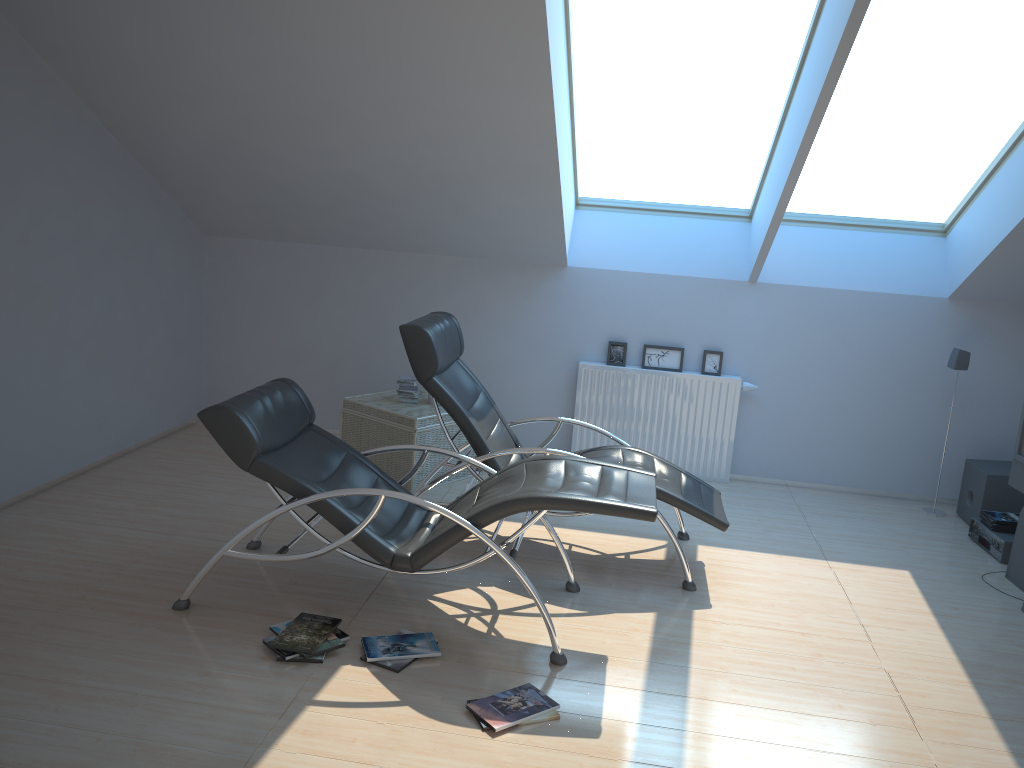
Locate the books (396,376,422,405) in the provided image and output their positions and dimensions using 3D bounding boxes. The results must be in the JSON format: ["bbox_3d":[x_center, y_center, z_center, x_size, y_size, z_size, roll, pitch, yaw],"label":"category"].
[{"bbox_3d":[-0.722,0.047,6.202,0.165,0.184,0.162,6,11,6],"label":"books"}]

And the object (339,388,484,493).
[{"bbox_3d":[-0.697,0.373,6.298,0.744,0.518,0.745,13,14,37],"label":"object"}]

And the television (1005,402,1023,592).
[{"bbox_3d":[3.091,0.547,4.434,0.400,1.446,1.686,5,11,3],"label":"television"}]

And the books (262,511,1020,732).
[{"bbox_3d":[1.289,1.045,4.374,4.790,0.222,1.045,-1,12,-25],"label":"books"}]

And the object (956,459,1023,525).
[{"bbox_3d":[3.346,0.765,6.058,0.401,0.424,0.400,6,11,8],"label":"object"}]

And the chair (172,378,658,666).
[{"bbox_3d":[-0.404,0.581,4.166,2.114,0.953,0.836,6,11,8],"label":"chair"}]

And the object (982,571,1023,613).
[{"bbox_3d":[2.948,1.075,5.097,0.394,0.141,1.163,12,13,36],"label":"object"}]

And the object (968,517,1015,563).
[{"bbox_3d":[3.153,0.991,5.583,0.358,0.138,0.450,5,11,3],"label":"object"}]

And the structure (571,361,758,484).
[{"bbox_3d":[1.132,0.291,6.690,1.324,0.800,0.120,6,11,8],"label":"structure"}]

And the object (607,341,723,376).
[{"bbox_3d":[1.139,-0.191,6.629,0.846,0.180,0.030,6,11,8],"label":"object"}]

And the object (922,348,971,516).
[{"bbox_3d":[3.048,0.337,6.204,0.158,1.181,0.160,6,11,8],"label":"object"}]

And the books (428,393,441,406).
[{"bbox_3d":[-0.509,-0.001,6.224,0.149,0.300,0.149,0,12,-21],"label":"books"}]

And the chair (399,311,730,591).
[{"bbox_3d":[0.254,0.314,5.018,1.938,1.251,0.836,6,11,8],"label":"chair"}]
